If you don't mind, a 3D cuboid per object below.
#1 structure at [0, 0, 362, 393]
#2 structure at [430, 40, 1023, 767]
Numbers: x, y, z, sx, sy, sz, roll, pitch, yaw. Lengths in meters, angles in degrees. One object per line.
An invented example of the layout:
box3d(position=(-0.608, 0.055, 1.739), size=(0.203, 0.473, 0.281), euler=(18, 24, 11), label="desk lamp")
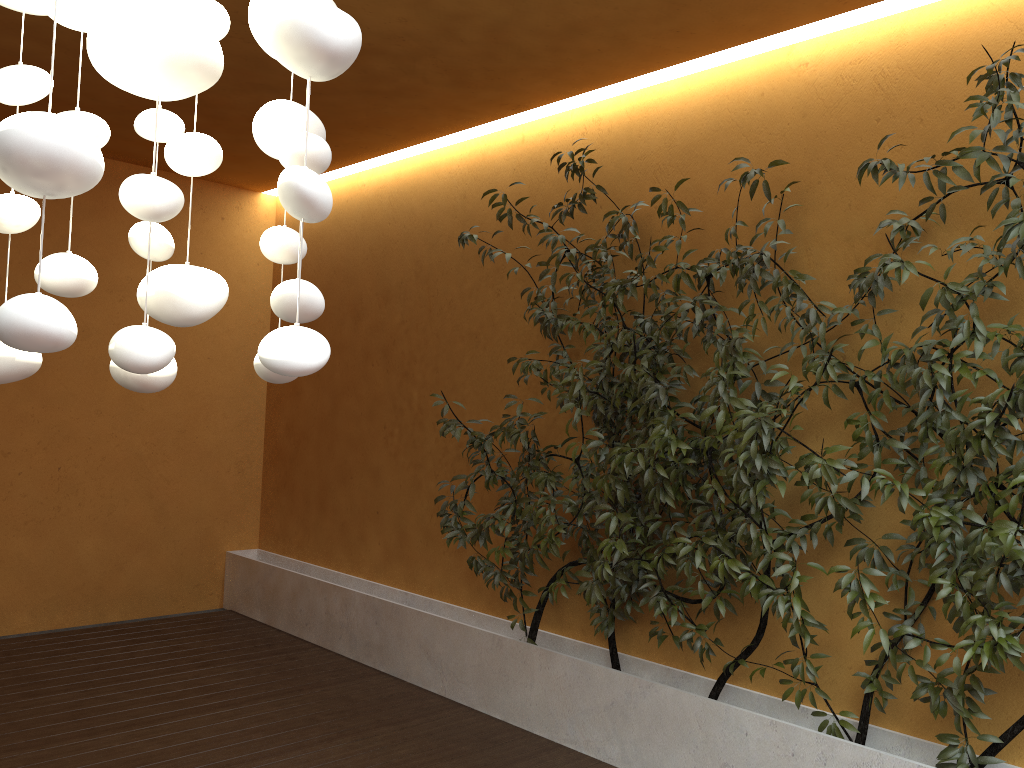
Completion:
box3d(position=(-0.480, -0.753, 1.229), size=(1.002, 1.529, 1.002), euler=(2, -2, 5), label="structure")
box3d(position=(0.798, 0.097, 3.385), size=(0.622, 2.483, 3.166), euler=(4, -3, -45), label="structure")
